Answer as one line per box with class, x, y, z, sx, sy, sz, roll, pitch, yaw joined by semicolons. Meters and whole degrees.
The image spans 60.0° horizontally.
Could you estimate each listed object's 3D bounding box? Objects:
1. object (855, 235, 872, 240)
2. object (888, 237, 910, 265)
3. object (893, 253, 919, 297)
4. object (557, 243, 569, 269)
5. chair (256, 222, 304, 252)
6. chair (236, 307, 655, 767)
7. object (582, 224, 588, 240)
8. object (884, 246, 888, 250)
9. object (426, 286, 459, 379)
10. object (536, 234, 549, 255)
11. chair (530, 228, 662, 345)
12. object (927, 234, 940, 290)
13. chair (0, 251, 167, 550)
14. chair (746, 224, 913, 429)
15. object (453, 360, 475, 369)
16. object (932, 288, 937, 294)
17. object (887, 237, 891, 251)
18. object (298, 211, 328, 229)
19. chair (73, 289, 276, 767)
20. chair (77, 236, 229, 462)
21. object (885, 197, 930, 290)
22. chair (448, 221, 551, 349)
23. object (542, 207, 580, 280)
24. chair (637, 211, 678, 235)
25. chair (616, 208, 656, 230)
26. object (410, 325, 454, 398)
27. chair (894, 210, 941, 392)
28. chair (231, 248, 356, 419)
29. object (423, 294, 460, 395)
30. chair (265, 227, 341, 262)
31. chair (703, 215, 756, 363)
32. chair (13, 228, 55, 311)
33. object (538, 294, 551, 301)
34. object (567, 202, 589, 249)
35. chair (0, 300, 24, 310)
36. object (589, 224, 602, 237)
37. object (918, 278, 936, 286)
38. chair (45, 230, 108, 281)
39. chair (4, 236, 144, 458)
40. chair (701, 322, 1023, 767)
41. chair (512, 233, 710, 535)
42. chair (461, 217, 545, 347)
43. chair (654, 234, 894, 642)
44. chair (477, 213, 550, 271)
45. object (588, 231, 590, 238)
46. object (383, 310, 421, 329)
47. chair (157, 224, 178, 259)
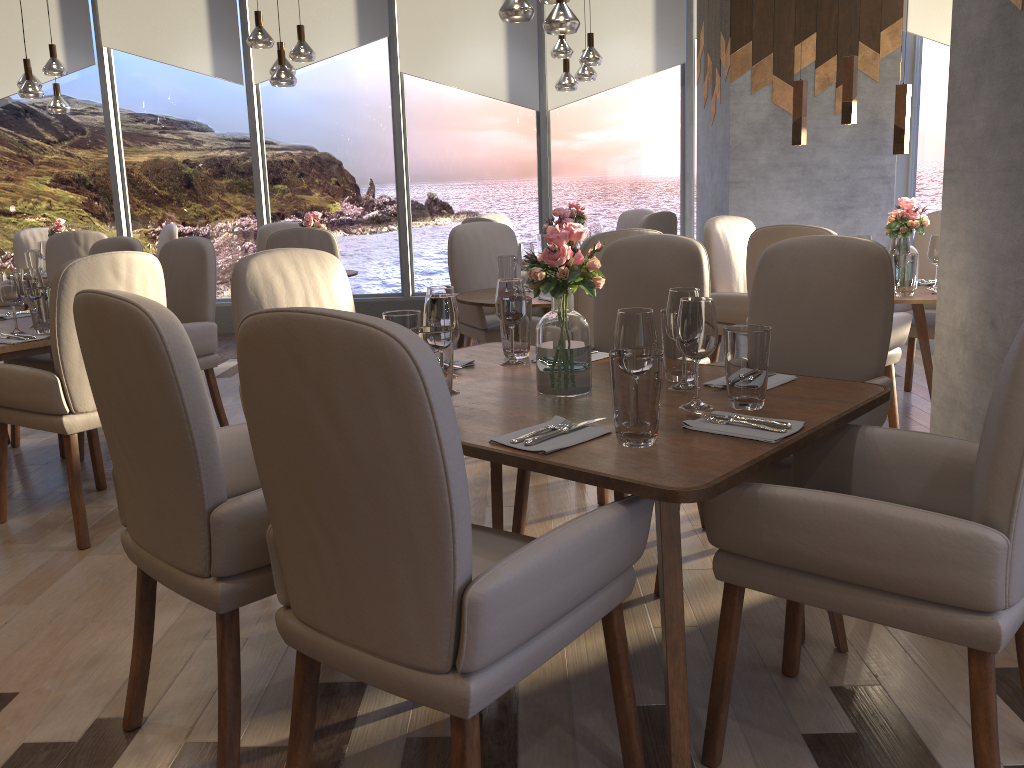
object;1.623;-0.564;4.104;0.092;0.243;0.092;-7;12;-25
object;1.700;-0.522;3.897;0.092;0.243;0.092;-11;14;-39
object;1.682;-0.467;3.797;0.102;0.177;0.103;-1;11;3
object;0.247;-0.548;4.240;0.092;0.243;0.092;-12;14;-43
chair;-1.621;-0.685;6.521;0.529;0.994;0.603;-5;11;-18
chair;-0.105;0.328;1.559;0.529;0.994;0.602;6;13;36
object;0.542;-1.110;6.821;0.092;0.243;0.093;-1;11;3
object;1.827;-0.576;4.287;0.102;0.177;0.102;7;14;39
object;-0.187;-0.139;2.377;0.092;0.243;0.093;-1;11;3
object;0.240;-1.058;6.781;0.102;0.177;0.103;2;11;18
chair;0.369;-0.173;3.828;0.529;0.994;0.602;-6;12;-22
object;1.912;-0.547;3.981;0.092;0.243;0.093;0;11;9
chair;-1.579;0.013;3.255;0.600;0.994;0.531;5;13;31
chair;1.297;-0.177;3.703;0.601;0.994;0.529;-12;14;-42
object;-0.213;-0.062;2.558;0.158;0.019;0.255;-13;17;-43
object;1.929;-0.403;3.838;0.158;0.019;0.256;-11;15;-38
object;1.814;-0.585;4.174;0.092;0.243;0.093;-6;11;-21
object;-1.324;-0.947;5.941;0.210;0.413;0.198;-7;12;-26
chair;-0.544;0.265;1.919;0.529;0.994;0.602;8;15;43
chair;-1.674;-0.162;4.089;0.529;0.994;0.602;6;13;36
object;1.780;-0.636;4.012;0.198;0.413;0.211;1;11;13
chair;-0.059;-0.387;4.892;0.529;0.994;0.602;-6;12;-23
object;0.250;-0.670;4.406;0.211;0.413;0.198;-11;14;-41
chair;0.843;-0.720;6.310;0.601;0.994;0.530;9;15;44
chair;0.855;-0.891;7.107;0.601;0.994;0.530;-11;14;-41
object;-0.184;-0.042;2.080;0.102;0.177;0.103;-4;11;-9
chair;2.162;-0.378;4.511;0.529;0.994;0.602;8;15;43
chair;-0.522;0.086;2.753;0.601;0.994;0.530;8;15;43
object;-0.171;-0.097;2.181;0.092;0.243;0.093;-3;11;-3
chair;-1.277;-0.462;5.428;0.528;0.994;0.603;-5;11;-17
chair;1.324;-0.368;4.590;0.530;0.994;0.601;-11;14;-39
chair;-3.795;-0.783;7.314;0.529;0.994;0.602;-10;13;-36
object;0.221;-0.403;4.099;0.157;0.019;0.256;-7;13;-23
object;0.481;-1.162;6.670;0.210;0.413;0.198;6;13;37
chair;-3.968;-0.617;6.565;0.601;0.994;0.530;-9;13;-33
object;0.624;-1.068;6.610;0.092;0.243;0.093;4;12;30
object;1.979;-0.488;4.230;0.158;0.019;0.256;9;16;42
chair;-3.122;-0.605;6.380;0.529;0.994;0.602;-10;13;-35
chair;-2.140;-0.215;4.407;0.529;0.994;0.602;5;13;31
chair;0.737;0.272;1.691;0.601;0.994;0.530;7;14;38
chair;0.336;0.029;2.890;0.529;0.994;0.602;7;14;38
chair;-0.021;-0.703;6.363;0.601;0.994;0.529;-12;14;-41
chair;0.758;0.095;2.517;0.529;0.994;0.602;8;15;43
chair;0.031;-0.869;7.130;0.601;0.994;0.530;8;15;43
object;0.559;-1.101;6.933;0.102;0.177;0.103;0;11;11
object;-0.294;-0.106;2.399;0.102;0.177;0.103;-5;11;-18
chair;-2.984;-0.778;7.165;0.601;0.994;0.530;-9;13;-32
